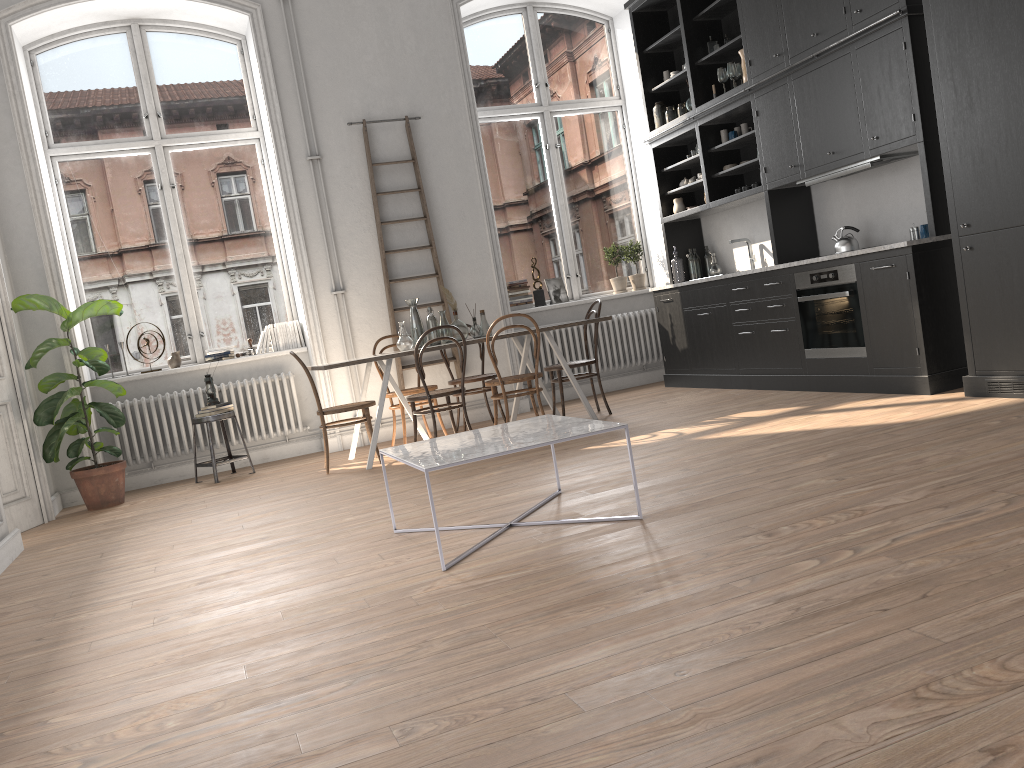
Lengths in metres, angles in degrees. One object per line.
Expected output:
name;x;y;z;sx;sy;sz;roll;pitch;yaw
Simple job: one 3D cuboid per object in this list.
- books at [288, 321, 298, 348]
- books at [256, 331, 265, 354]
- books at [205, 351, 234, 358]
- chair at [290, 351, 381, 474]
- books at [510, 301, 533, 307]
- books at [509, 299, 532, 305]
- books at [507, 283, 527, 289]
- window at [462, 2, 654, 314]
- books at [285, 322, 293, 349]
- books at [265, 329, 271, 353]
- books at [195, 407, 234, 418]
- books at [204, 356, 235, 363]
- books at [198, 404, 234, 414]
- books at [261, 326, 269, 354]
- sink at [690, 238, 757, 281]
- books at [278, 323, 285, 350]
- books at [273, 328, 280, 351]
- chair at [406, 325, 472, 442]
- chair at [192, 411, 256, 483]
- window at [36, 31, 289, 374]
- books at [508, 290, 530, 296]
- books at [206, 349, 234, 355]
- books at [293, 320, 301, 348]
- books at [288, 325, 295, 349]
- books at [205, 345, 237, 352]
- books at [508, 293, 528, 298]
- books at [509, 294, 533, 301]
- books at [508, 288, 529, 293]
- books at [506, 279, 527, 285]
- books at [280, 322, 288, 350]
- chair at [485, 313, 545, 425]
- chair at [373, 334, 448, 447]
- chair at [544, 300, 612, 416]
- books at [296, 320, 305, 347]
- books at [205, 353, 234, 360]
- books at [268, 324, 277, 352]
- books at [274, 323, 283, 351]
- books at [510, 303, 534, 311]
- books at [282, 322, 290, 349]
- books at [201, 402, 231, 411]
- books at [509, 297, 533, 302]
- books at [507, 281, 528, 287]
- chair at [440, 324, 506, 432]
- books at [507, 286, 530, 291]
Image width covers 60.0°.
books;-1.963;-0.439;7.945;0.024;0.243;0.175;-11;5;-19
books;-2.222;-0.364;7.835;0.105;0.194;0.155;-11;5;-20
books;-2.537;-0.257;7.703;0.221;0.023;0.147;-10;4;-3
chair;-1.288;0.165;6.577;0.549;0.921;0.437;-10;5;-11
books;0.057;-0.771;8.619;0.249;0.023;0.175;-11;5;-24
books;0.053;-0.794;8.618;0.249;0.023;0.175;-11;4;-19
books;0.024;-0.943;8.617;0.231;0.023;0.162;-10;4;-4
window;4.493;-7.728;13.457;14.377;15.946;26.394;-11;5;-19
books;-1.998;-0.431;7.910;0.019;0.244;0.174;-11;5;-19
books;-2.162;-0.379;7.853;0.072;0.203;0.155;-11;5;-19
books;-2.403;0.229;7.178;0.194;0.034;0.245;-8;4;21
books;-2.539;-0.212;7.708;0.221;0.023;0.147;-7;5;29
books;-2.397;0.201;7.182;0.163;0.029;0.231;-6;6;41
books;-2.188;-0.391;7.842;0.100;0.235;0.174;-11;5;-19
sink;1.889;-0.987;7.682;0.514;0.505;0.526;-11;5;-19
books;-2.056;-0.420;7.889;0.019;0.244;0.174;-11;5;-19
books;-2.094;-0.393;7.877;0.020;0.205;0.155;-11;5;-19
chair;-0.535;0.050;6.411;0.437;0.921;0.549;-12;5;-24
chair;-2.362;0.502;7.163;0.360;0.523;0.363;-5;6;44
window;-2.982;-1.620;7.704;1.621;2.845;0.013;-11;5;-19
books;0.048;-0.884;8.633;0.222;0.024;0.158;-11;4;-19
books;-2.535;-0.278;7.691;0.205;0.020;0.155;-12;5;-29
books;-1.933;-0.444;7.935;0.024;0.243;0.175;-11;5;-19
books;-1.974;-0.416;7.920;0.020;0.205;0.155;-11;5;-19
books;-2.528;-0.307;7.714;0.243;0.019;0.174;-10;4;-9
books;0.051;-0.860;8.628;0.205;0.022;0.155;-10;4;-5
books;0.049;-0.835;8.633;0.245;0.028;0.193;-11;5;-24
books;0.043;-0.904;8.624;0.205;0.022;0.155;-11;5;-24
books;0.021;-0.987;8.625;0.200;0.024;0.159;-12;5;-29
books;-2.043;-0.423;7.912;0.019;0.244;0.174;-11;5;-19
chair;0.019;-0.055;6.571;0.437;0.921;0.549;-10;5;-8
chair;-0.848;0.037;7.297;0.437;0.921;0.549;-11;5;-21
chair;0.523;-0.187;7.200;0.549;0.921;0.437;-10;5;-7
books;-1.903;-0.449;7.943;0.040;0.244;0.174;-11;5;-19
books;-2.536;-0.235;7.705;0.205;0.022;0.155;-10;4;1
books;-2.128;-0.407;7.887;0.024;0.243;0.175;-11;5;-19
books;-2.073;-0.415;7.873;0.024;0.243;0.175;-11;5;-19
books;0.060;-0.738;8.622;0.248;0.043;0.192;-11;4;-19
books;-2.025;-0.427;7.923;0.024;0.243;0.175;-11;5;-19
books;-2.400;0.178;7.182;0.147;0.027;0.221;-9;4;13
books;0.054;-0.814;8.634;0.255;0.014;0.192;-11;4;-16
books;0.033;-0.967;8.620;0.205;0.020;0.155;-11;4;-19
chair;-0.344;-0.067;7.561;0.437;0.921;0.549;-11;5;-12
books;0.035;-0.924;8.622;0.243;0.019;0.174;-11;4;-19
